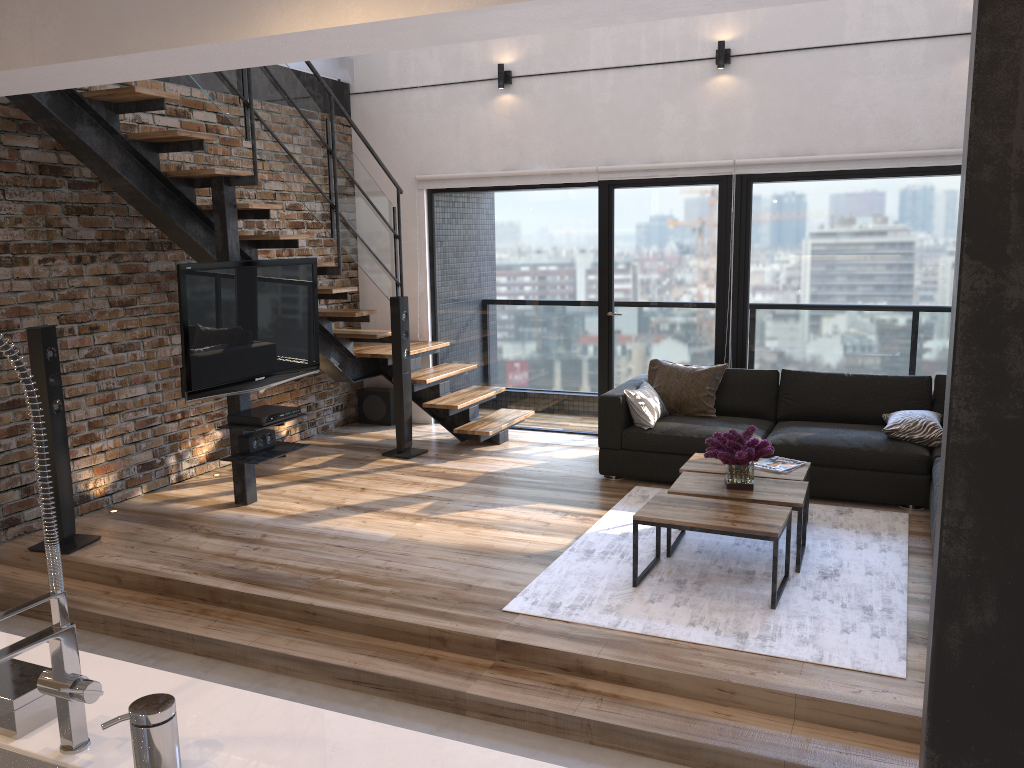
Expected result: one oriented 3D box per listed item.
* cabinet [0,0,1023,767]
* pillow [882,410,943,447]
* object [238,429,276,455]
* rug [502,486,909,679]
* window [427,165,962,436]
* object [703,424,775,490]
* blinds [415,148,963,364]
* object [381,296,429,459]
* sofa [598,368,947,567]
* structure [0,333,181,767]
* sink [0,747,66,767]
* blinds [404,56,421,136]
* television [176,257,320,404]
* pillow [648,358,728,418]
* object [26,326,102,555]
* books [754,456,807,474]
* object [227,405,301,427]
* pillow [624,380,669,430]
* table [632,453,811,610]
[{"bbox_3d":[-1.376,0.278,0.887,9.112,2.879,2.468,3,11,24],"label":"cabinet"},{"bbox_3d":[2.494,0.262,5.520,0.356,0.178,0.529,3,10,22],"label":"pillow"},{"bbox_3d":[-1.577,0.358,5.495,0.088,0.112,0.246,3,11,24],"label":"object"},{"bbox_3d":[1.131,0.876,4.540,1.636,0.003,2.108,3,10,24],"label":"rug"},{"bbox_3d":[0.752,-1.804,4.933,13.393,5.582,5.650,3,11,24],"label":"window"},{"bbox_3d":[1.158,0.354,4.494,0.341,0.344,0.374,4,11,25],"label":"object"},{"bbox_3d":[1.648,-0.615,6.589,5.367,2.049,0.095,3,11,24],"label":"blinds"},{"bbox_3d":[-0.830,-0.056,6.700,0.271,1.209,0.270,5,12,29],"label":"object"},{"bbox_3d":[1.760,0.456,4.881,3.043,0.702,2.992,3,10,24],"label":"sofa"},{"bbox_3d":[-0.870,0.270,1.617,0.392,0.815,0.506,-6,11,-26],"label":"structure"},{"bbox_3d":[-0.920,0.823,1.456,0.706,0.203,0.405,3,10,24],"label":"sink"},{"bbox_3d":[-1.002,-3.384,6.235,10.203,2.984,1.990,-1,10,3],"label":"blinds"},{"bbox_3d":[-1.573,-0.349,5.341,0.136,0.785,1.204,4,11,24],"label":"television"},{"bbox_3d":[1.200,0.030,6.298,0.609,0.383,0.264,3,11,24],"label":"pillow"},{"bbox_3d":[-2.464,0.293,4.766,0.271,1.209,0.270,2,11,14],"label":"object"},{"bbox_3d":[1.476,0.447,4.907,0.228,0.013,0.294,8,13,44],"label":"books"},{"bbox_3d":[-1.510,0.193,5.427,0.275,0.058,0.359,3,10,24],"label":"object"},{"bbox_3d":[0.926,0.139,6.068,0.212,0.266,0.497,4,11,24],"label":"pillow"},{"bbox_3d":[1.138,0.697,4.544,0.697,0.351,1.295,3,10,24],"label":"table"}]
